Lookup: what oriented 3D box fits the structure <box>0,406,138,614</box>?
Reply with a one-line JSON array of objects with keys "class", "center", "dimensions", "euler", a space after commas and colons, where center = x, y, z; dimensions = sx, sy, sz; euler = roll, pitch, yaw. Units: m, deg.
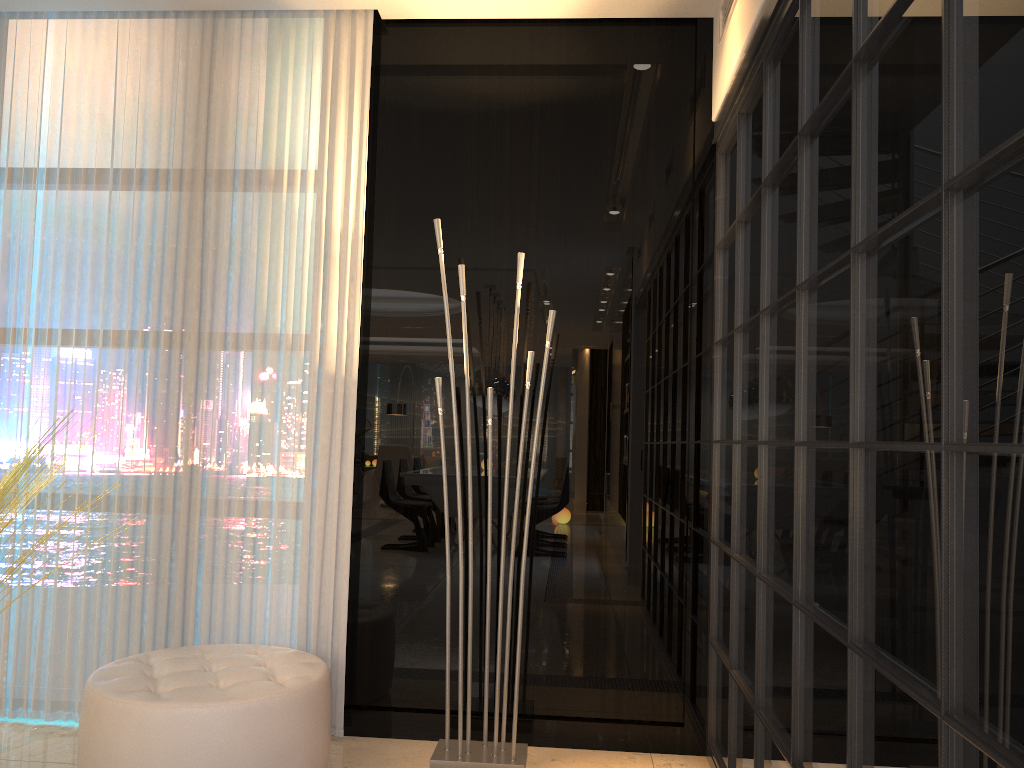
[{"class": "structure", "center": [-1.882, 0.605, 2.506], "dimensions": [1.275, 1.142, 1.282], "euler": [4, -4, -39]}]

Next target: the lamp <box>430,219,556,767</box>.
[{"class": "lamp", "center": [-0.076, 0.357, 2.952], "dimensions": [0.418, 1.801, 0.200], "euler": [1, -3, 4]}]

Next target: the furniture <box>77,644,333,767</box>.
[{"class": "furniture", "center": [-0.927, 1.040, 2.728], "dimensions": [0.735, 0.357, 0.735], "euler": [3, -4, -24]}]
